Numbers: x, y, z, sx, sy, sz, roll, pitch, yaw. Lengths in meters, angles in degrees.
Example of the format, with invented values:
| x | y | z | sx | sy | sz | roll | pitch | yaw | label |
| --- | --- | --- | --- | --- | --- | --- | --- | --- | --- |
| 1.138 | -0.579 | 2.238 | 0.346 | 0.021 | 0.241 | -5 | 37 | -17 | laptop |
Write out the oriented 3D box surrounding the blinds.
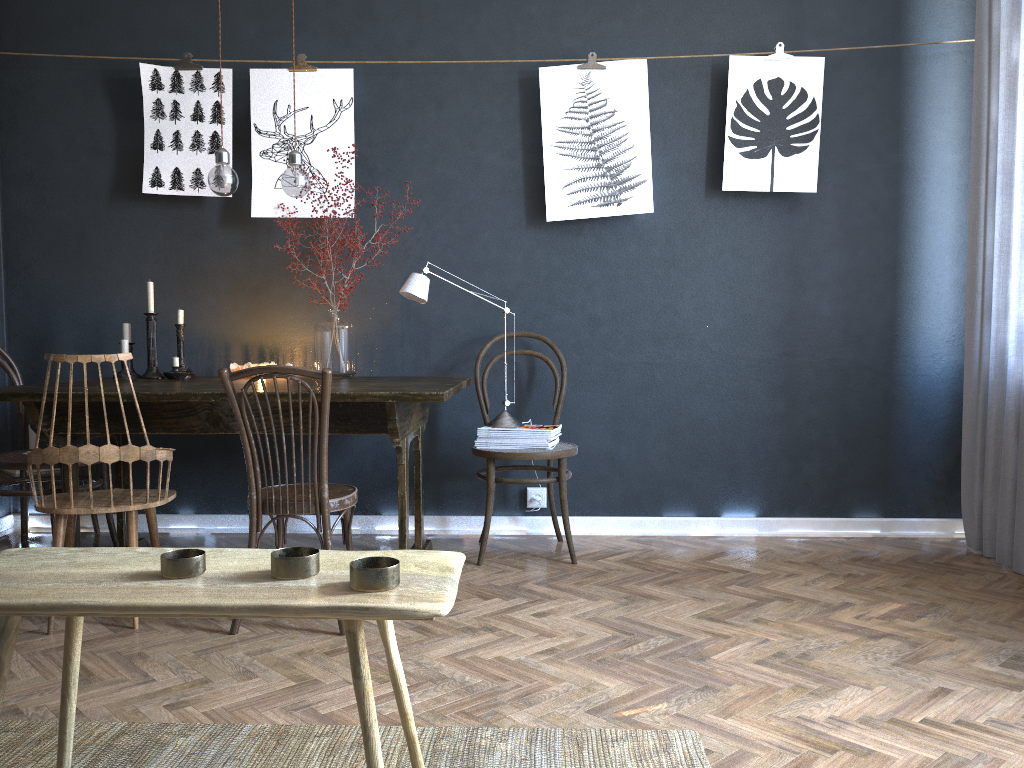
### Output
| x | y | z | sx | sy | sz | roll | pitch | yaw | label |
| --- | --- | --- | --- | --- | --- | --- | --- | --- | --- |
| 1.925 | -0.599 | 1.746 | 0.312 | 2.792 | 3.988 | 0 | 3 | 2 | blinds |

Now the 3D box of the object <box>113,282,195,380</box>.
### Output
| x | y | z | sx | sy | sz | roll | pitch | yaw | label |
| --- | --- | --- | --- | --- | --- | --- | --- | --- | --- |
| -1.522 | -0.231 | 3.729 | 0.368 | 0.420 | 0.223 | 0 | 4 | 3 | object |

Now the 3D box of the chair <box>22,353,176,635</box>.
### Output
| x | y | z | sx | sy | sz | roll | pitch | yaw | label |
| --- | --- | --- | --- | --- | --- | --- | --- | --- | --- |
| -1.323 | 0.326 | 2.864 | 0.456 | 0.857 | 0.383 | -1 | 4 | -13 | chair |

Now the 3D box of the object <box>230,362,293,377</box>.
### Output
| x | y | z | sx | sy | sz | roll | pitch | yaw | label |
| --- | --- | --- | --- | --- | --- | --- | --- | --- | --- |
| -1.058 | -0.060 | 3.746 | 0.254 | 0.072 | 0.252 | 0 | 3 | 9 | object |

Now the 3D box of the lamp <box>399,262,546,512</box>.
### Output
| x | y | z | sx | sy | sz | roll | pitch | yaw | label |
| --- | --- | --- | --- | --- | --- | --- | --- | --- | --- |
| -0.094 | 0.043 | 3.695 | 0.799 | 1.070 | 0.242 | -4 | 5 | -43 | lamp |

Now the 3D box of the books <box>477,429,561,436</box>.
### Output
| x | y | z | sx | sy | sz | roll | pitch | yaw | label |
| --- | --- | --- | --- | --- | --- | --- | --- | --- | --- |
| 0.033 | 0.195 | 3.652 | 0.304 | 0.008 | 0.218 | 1 | 3 | 13 | books |

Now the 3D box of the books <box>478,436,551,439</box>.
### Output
| x | y | z | sx | sy | sz | roll | pitch | yaw | label |
| --- | --- | --- | --- | --- | --- | --- | --- | --- | --- |
| 0.030 | 0.209 | 3.653 | 0.288 | 0.008 | 0.218 | 1 | 3 | 13 | books |

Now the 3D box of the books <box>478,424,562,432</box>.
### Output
| x | y | z | sx | sy | sz | roll | pitch | yaw | label |
| --- | --- | --- | --- | --- | --- | --- | --- | --- | --- |
| 0.035 | 0.178 | 3.654 | 0.305 | 0.013 | 0.218 | 1 | 3 | 14 | books |

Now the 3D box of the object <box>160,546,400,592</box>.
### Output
| x | y | z | sx | sy | sz | roll | pitch | yaw | label |
| --- | --- | --- | --- | --- | --- | --- | --- | --- | --- |
| -0.337 | 0.268 | 1.308 | 0.369 | 0.033 | 0.103 | 1 | 3 | 13 | object |

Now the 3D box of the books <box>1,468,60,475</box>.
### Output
| x | y | z | sx | sy | sz | roll | pitch | yaw | label |
| --- | --- | --- | --- | --- | --- | --- | --- | --- | --- |
| -2.092 | 0.357 | 3.863 | 0.207 | 0.025 | 0.262 | -3 | 4 | -45 | books |

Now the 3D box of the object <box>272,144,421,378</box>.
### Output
| x | y | z | sx | sy | sz | roll | pitch | yaw | label |
| --- | --- | --- | --- | --- | --- | --- | --- | --- | --- |
| -0.752 | -0.492 | 3.775 | 0.556 | 0.932 | 0.638 | -2 | 4 | -27 | object |

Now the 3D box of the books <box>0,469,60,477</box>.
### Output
| x | y | z | sx | sy | sz | roll | pitch | yaw | label |
| --- | --- | --- | --- | --- | --- | --- | --- | --- | --- |
| -2.090 | 0.374 | 3.883 | 0.219 | 0.013 | 0.272 | -3 | 4 | -41 | books |

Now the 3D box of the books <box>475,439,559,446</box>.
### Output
| x | y | z | sx | sy | sz | roll | pitch | yaw | label |
| --- | --- | --- | --- | --- | --- | --- | --- | --- | --- |
| 0.025 | 0.238 | 3.654 | 0.304 | 0.008 | 0.218 | 1 | 3 | 14 | books |

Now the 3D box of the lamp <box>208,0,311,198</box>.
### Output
| x | y | z | sx | sy | sz | roll | pitch | yaw | label |
| --- | --- | --- | --- | --- | --- | --- | --- | --- | --- |
| -1.199 | -1.460 | 2.682 | 0.583 | 1.576 | 1.589 | 2 | 4 | 33 | lamp |

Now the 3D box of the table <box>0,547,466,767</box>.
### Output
| x | y | z | sx | sy | sz | roll | pitch | yaw | label |
| --- | --- | --- | --- | --- | --- | --- | --- | --- | --- |
| -0.470 | 0.556 | 1.360 | 0.787 | 0.550 | 0.339 | 0 | 4 | 2 | table |

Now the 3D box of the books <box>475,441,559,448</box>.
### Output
| x | y | z | sx | sy | sz | roll | pitch | yaw | label |
| --- | --- | --- | --- | --- | --- | --- | --- | --- | --- |
| 0.023 | 0.246 | 3.655 | 0.305 | 0.007 | 0.218 | 1 | 3 | 14 | books |

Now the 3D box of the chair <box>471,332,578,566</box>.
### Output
| x | y | z | sx | sy | sz | roll | pitch | yaw | label |
| --- | --- | --- | --- | --- | --- | --- | --- | --- | --- |
| 0.050 | 0.242 | 3.692 | 0.438 | 0.921 | 0.548 | 0 | 4 | 0 | chair |

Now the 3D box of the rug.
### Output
| x | y | z | sx | sy | sz | roll | pitch | yaw | label |
| --- | --- | --- | --- | --- | --- | --- | --- | --- | --- |
| -0.598 | 0.819 | 1.556 | 2.011 | 0.013 | 1.002 | 0 | 3 | 2 | rug |

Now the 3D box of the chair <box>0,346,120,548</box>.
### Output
| x | y | z | sx | sy | sz | roll | pitch | yaw | label |
| --- | --- | --- | --- | --- | --- | --- | --- | --- | --- |
| -1.831 | 0.261 | 3.414 | 0.549 | 0.921 | 0.437 | 0 | 4 | 5 | chair |

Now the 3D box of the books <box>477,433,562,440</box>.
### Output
| x | y | z | sx | sy | sz | roll | pitch | yaw | label |
| --- | --- | --- | --- | --- | --- | --- | --- | --- | --- |
| 0.034 | 0.213 | 3.656 | 0.304 | 0.006 | 0.218 | 1 | 3 | 14 | books |

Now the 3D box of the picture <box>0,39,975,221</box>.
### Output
| x | y | z | sx | sy | sz | roll | pitch | yaw | label |
| --- | --- | --- | --- | --- | --- | --- | --- | --- | --- |
| -0.114 | -1.093 | 3.837 | 4.457 | 0.772 | 0.057 | 0 | 4 | 2 | picture |

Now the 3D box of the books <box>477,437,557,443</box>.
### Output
| x | y | z | sx | sy | sz | roll | pitch | yaw | label |
| --- | --- | --- | --- | --- | --- | --- | --- | --- | --- |
| 0.025 | 0.225 | 3.658 | 0.288 | 0.008 | 0.218 | 1 | 3 | 15 | books |

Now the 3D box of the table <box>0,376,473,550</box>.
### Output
| x | y | z | sx | sy | sz | roll | pitch | yaw | label |
| --- | --- | --- | --- | --- | --- | --- | --- | --- | --- |
| -0.990 | 0.358 | 3.390 | 1.604 | 0.728 | 1.125 | 0 | 3 | 2 | table |

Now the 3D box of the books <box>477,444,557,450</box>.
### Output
| x | y | z | sx | sy | sz | roll | pitch | yaw | label |
| --- | --- | --- | --- | --- | --- | --- | --- | --- | --- |
| 0.025 | 0.253 | 3.655 | 0.304 | 0.008 | 0.218 | 0 | 3 | 9 | books |

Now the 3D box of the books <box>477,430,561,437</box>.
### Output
| x | y | z | sx | sy | sz | roll | pitch | yaw | label |
| --- | --- | --- | --- | --- | --- | --- | --- | --- | --- |
| 0.032 | 0.202 | 3.650 | 0.304 | 0.008 | 0.218 | 1 | 3 | 13 | books |

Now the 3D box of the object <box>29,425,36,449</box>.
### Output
| x | y | z | sx | sy | sz | roll | pitch | yaw | label |
| --- | --- | --- | --- | --- | --- | --- | --- | --- | --- |
| -2.082 | 0.258 | 3.859 | 0.074 | 0.173 | 0.074 | -4 | 5 | -43 | object |

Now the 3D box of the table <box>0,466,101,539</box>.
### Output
| x | y | z | sx | sy | sz | roll | pitch | yaw | label |
| --- | --- | --- | --- | --- | --- | --- | --- | --- | --- |
| -2.073 | 0.540 | 3.891 | 0.369 | 0.318 | 0.364 | 0 | 3 | 2 | table |

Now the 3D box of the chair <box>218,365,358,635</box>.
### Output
| x | y | z | sx | sy | sz | roll | pitch | yaw | label |
| --- | --- | --- | --- | --- | --- | --- | --- | --- | --- |
| -0.672 | 0.342 | 2.786 | 0.363 | 0.821 | 0.466 | 0 | 4 | 2 | chair |

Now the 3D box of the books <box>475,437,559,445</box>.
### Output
| x | y | z | sx | sy | sz | roll | pitch | yaw | label |
| --- | --- | --- | --- | --- | --- | --- | --- | --- | --- |
| 0.023 | 0.230 | 3.652 | 0.305 | 0.013 | 0.218 | 1 | 3 | 14 | books |

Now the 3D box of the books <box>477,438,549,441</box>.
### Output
| x | y | z | sx | sy | sz | roll | pitch | yaw | label |
| --- | --- | --- | --- | --- | --- | --- | --- | --- | --- |
| 0.026 | 0.219 | 3.658 | 0.288 | 0.008 | 0.218 | 1 | 3 | 15 | books |

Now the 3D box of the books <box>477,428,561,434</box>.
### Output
| x | y | z | sx | sy | sz | roll | pitch | yaw | label |
| --- | --- | --- | --- | --- | --- | --- | --- | --- | --- |
| 0.034 | 0.187 | 3.656 | 0.304 | 0.008 | 0.218 | 1 | 3 | 14 | books |
